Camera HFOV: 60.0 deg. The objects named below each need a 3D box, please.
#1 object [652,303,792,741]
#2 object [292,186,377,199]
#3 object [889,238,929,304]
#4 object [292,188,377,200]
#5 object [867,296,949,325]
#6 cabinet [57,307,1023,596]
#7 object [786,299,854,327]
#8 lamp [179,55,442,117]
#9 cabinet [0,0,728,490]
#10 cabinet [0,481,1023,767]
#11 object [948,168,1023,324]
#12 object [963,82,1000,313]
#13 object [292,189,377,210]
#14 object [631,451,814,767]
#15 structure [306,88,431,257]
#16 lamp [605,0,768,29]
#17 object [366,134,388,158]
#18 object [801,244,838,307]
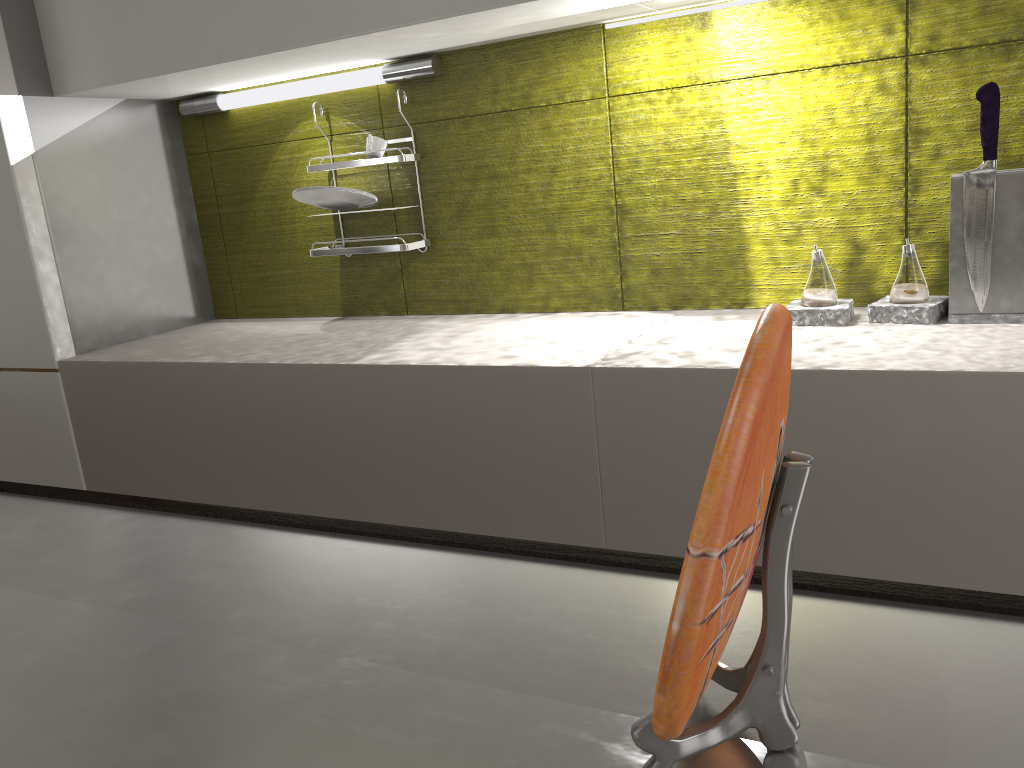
[{"bbox_3d":[0.090,0.056,0.373,0.055,0.178,0.184,0,15,24],"label":"object"},{"bbox_3d":[-0.383,-0.406,1.922,0.181,0.052,0.173,1,15,27],"label":"object"},{"bbox_3d":[0.641,-0.174,1.430,0.059,0.121,0.059,-7,14,-4],"label":"object"},{"bbox_3d":[-0.383,-0.403,1.922,0.181,0.052,0.173,1,15,27],"label":"object"},{"bbox_3d":[0.646,-0.121,1.443,0.107,0.032,0.107,5,17,39],"label":"object"},{"bbox_3d":[0.484,0.445,1.553,2.940,1.086,0.465,1,15,27],"label":"cabinet"},{"bbox_3d":[0.518,-0.120,1.497,0.107,0.032,0.107,1,15,28],"label":"object"},{"bbox_3d":[-0.471,-0.657,1.976,0.715,0.041,0.041,1,15,27],"label":"lamp"},{"bbox_3d":[0.253,-0.077,1.663,3.471,2.089,0.724,1,15,27],"label":"cabinet"},{"bbox_3d":[-0.626,0.729,0.750,2.947,1.134,0.663,1,15,27],"label":"cabinet"},{"bbox_3d":[0.817,-0.209,1.322,0.293,0.227,0.107,1,15,28],"label":"object"},{"bbox_3d":[0.697,-0.271,1.320,0.046,0.339,0.013,1,15,28],"label":"object"},{"bbox_3d":[-0.383,-0.400,1.922,0.181,0.052,0.173,1,15,27],"label":"object"},{"bbox_3d":[0.093,0.093,0.381,0.072,0.131,0.088,0,15,23],"label":"object"},{"bbox_3d":[-0.327,-0.445,1.919,0.266,0.346,0.110,1,15,27],"label":"structure"},{"bbox_3d":[0.323,-0.662,1.574,0.334,0.008,0.008,1,15,27],"label":"lamp"},{"bbox_3d":[-0.290,-0.506,1.893,0.051,0.053,0.046,-14,16,-29],"label":"object"},{"bbox_3d":[0.513,-0.173,1.484,0.059,0.121,0.059,-10,14,-15],"label":"object"}]
